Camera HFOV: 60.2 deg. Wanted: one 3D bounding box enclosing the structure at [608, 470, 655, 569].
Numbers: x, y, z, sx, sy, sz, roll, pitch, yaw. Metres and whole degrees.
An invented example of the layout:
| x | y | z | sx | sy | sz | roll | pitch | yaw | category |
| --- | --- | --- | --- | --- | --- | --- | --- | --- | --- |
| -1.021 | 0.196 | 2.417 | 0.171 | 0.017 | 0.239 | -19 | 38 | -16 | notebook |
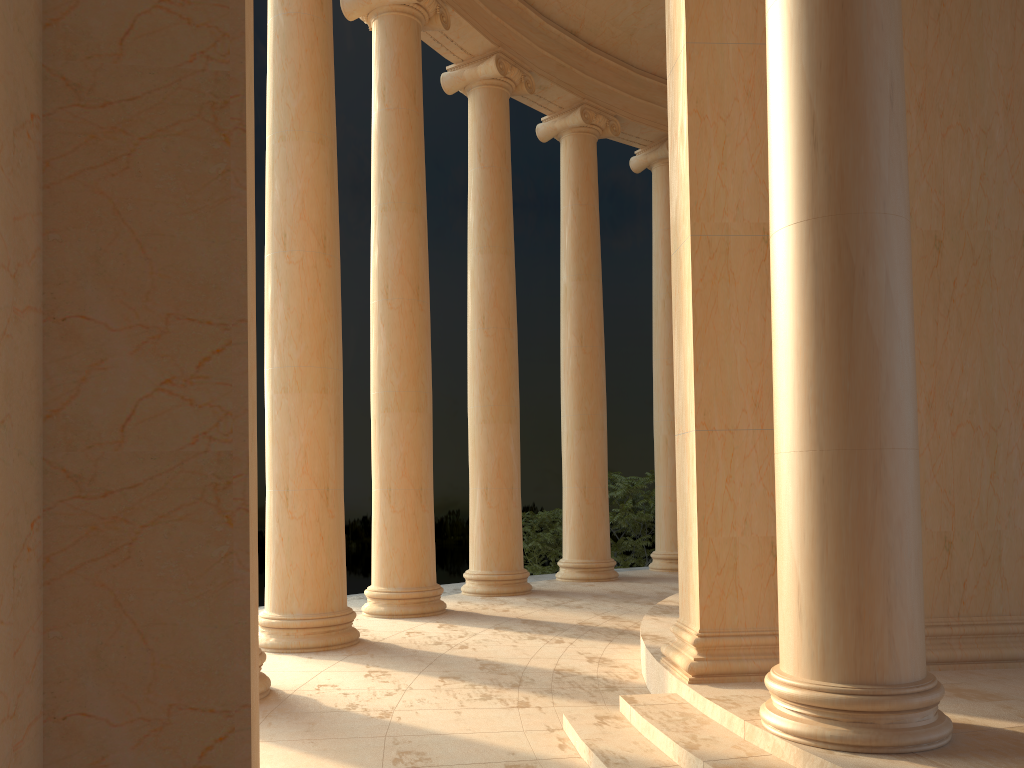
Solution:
| x | y | z | sx | sy | sz | roll | pitch | yaw | category |
| --- | --- | --- | --- | --- | --- | --- | --- | --- | --- |
| 232.508 | 302.587 | 1608.471 | 247.135 | 298.555 | 238.575 | -1 | -4 | -2 | structure |

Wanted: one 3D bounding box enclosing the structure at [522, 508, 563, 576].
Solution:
| x | y | z | sx | sy | sz | roll | pitch | yaw | category |
| --- | --- | --- | --- | --- | --- | --- | --- | --- | --- |
| 43.953 | 308.453 | 1522.301 | 149.260 | 187.738 | 156.231 | -2 | -4 | 8 | structure |
